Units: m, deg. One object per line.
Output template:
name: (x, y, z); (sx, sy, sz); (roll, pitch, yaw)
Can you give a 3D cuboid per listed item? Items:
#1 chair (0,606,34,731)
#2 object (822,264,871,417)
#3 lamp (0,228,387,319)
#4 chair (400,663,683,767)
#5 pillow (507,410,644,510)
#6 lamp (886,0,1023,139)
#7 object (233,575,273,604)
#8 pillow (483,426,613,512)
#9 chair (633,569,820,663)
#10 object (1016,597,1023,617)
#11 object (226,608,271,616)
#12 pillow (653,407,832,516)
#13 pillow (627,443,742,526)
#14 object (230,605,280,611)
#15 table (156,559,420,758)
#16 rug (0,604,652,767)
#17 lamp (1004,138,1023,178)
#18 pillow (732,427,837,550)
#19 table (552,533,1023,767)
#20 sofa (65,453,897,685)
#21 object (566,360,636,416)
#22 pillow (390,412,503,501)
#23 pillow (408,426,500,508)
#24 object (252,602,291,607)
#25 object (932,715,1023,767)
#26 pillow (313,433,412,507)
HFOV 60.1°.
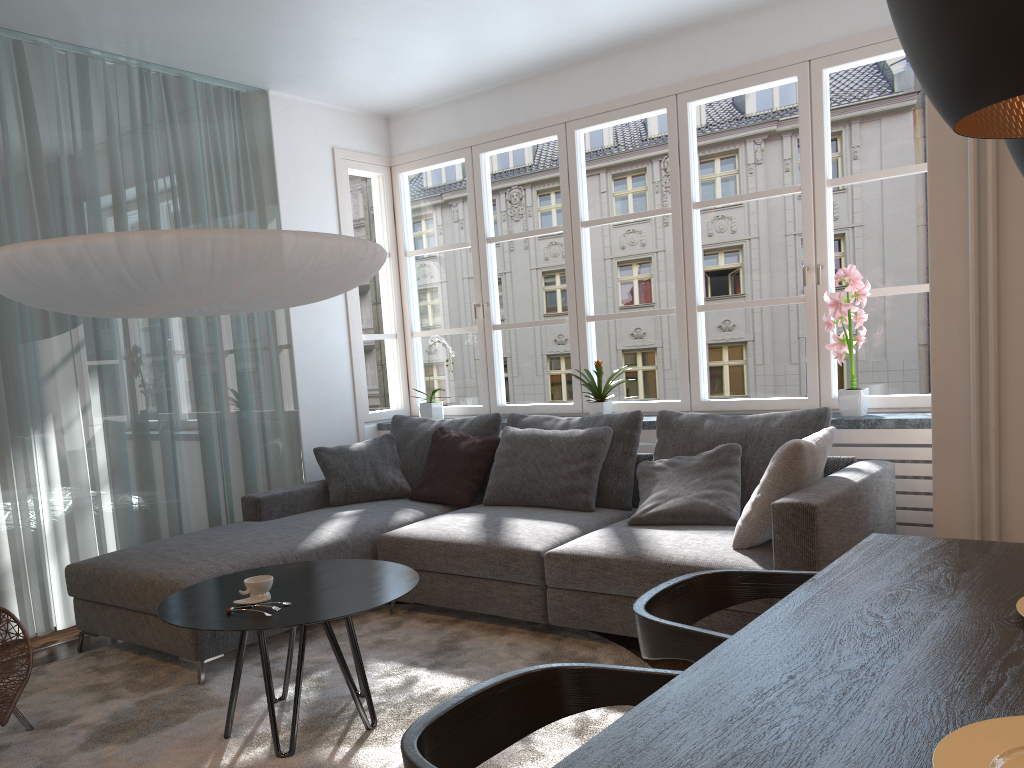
chair: (-1.923, 0.886, 2.734); (0.684, 0.714, 0.715); (-6, 4, -20)
object: (1.542, -0.197, 4.067); (0.201, 0.696, 0.295); (-2, 6, 16)
lamp: (-1.212, -0.380, 3.387); (1.467, 0.211, 1.465); (-5, 2, -16)
chair: (0.140, 0.825, 1.302); (0.519, 0.676, 0.589); (0, 6, 38)
pillow: (0.270, 0.383, 4.537); (0.839, 0.478, 0.275); (-2, 6, 37)
lamp: (0.573, -0.548, 0.850); (0.411, 0.545, 0.408); (-3, 5, 13)
object: (-0.830, 0.663, 2.833); (0.138, 0.069, 0.091); (-6, 4, -41)
pillow: (0.175, 0.419, 4.436); (0.667, 0.400, 0.290); (-2, 5, 37)
chair: (0.545, 0.777, 1.845); (0.520, 0.676, 0.589); (-1, 6, 36)
object: (1.059, 0.398, 1.498); (0.356, 0.017, 0.354); (-2, 3, 41)
object: (-0.803, 0.694, 2.691); (0.168, 0.015, 0.014); (-3, 4, 24)
pillow: (0.992, 0.355, 3.978); (0.836, 0.480, 0.273); (-2, 6, 37)
pillow: (0.756, 0.435, 3.867); (0.492, 0.323, 0.441); (-3, 4, 19)
object: (-0.795, 0.691, 2.732); (0.164, 0.016, 0.025); (-4, 3, 12)
table: (-0.717, 0.923, 2.979); (0.847, 0.476, 0.842); (-1, 4, 39)
rug: (-0.863, 1.165, 3.007); (2.840, 0.012, 2.819); (-3, 2, 17)
lamp: (0.991, -0.596, 1.402); (0.410, 0.545, 0.409); (-6, 5, -19)
pillow: (1.042, 0.391, 3.371); (0.286, 0.417, 0.491); (0, 5, 36)
table: (0.642, 0.795, 1.018); (1.107, 0.684, 2.485); (-2, 3, 37)
sofa: (-0.192, 0.757, 3.849); (3.069, 0.676, 2.027); (-2, 3, 37)
object: (0.502, 0.029, 4.869); (0.376, 0.331, 0.320); (-3, 4, 12)
pillow: (-0.430, 0.415, 5.054); (0.836, 0.481, 0.273); (-2, 6, 37)
pillow: (-0.319, 0.441, 4.779); (0.521, 0.406, 0.309); (-1, 6, 39)
object: (-0.753, 0.690, 2.772); (0.124, 0.010, 0.026); (-4, 3, 4)
object: (0.658, 0.444, 0.970); (0.356, 0.017, 0.353); (-3, 2, 18)
pillow: (-0.849, 0.483, 5.003); (0.514, 0.362, 0.345); (-5, 4, -13)
